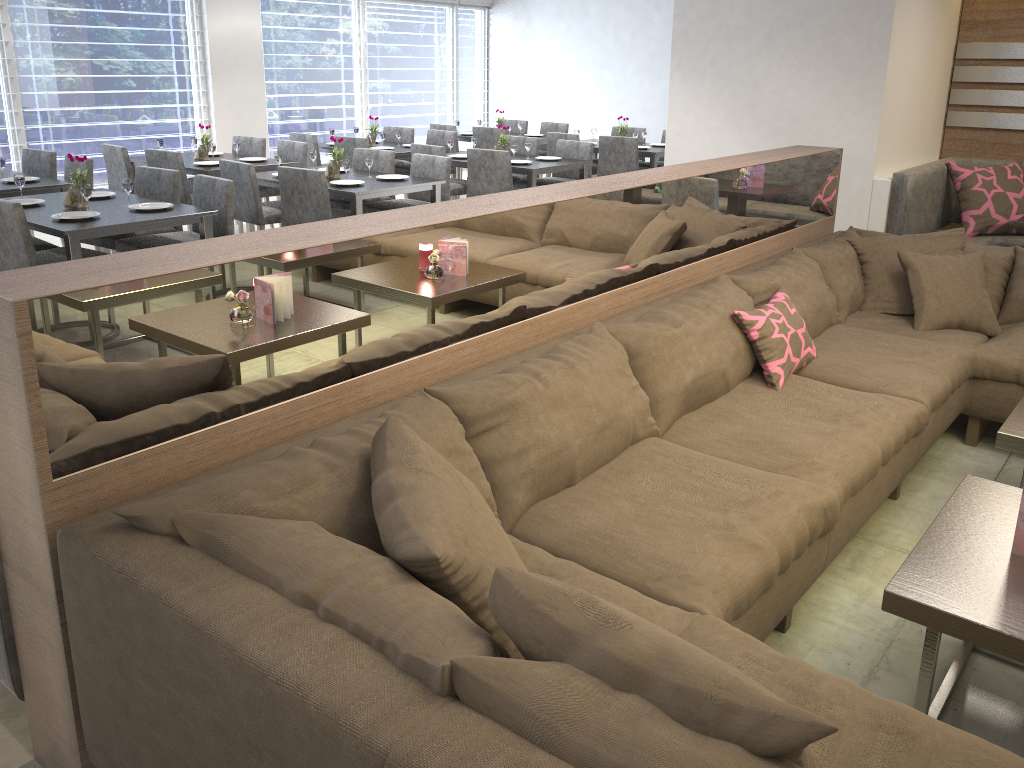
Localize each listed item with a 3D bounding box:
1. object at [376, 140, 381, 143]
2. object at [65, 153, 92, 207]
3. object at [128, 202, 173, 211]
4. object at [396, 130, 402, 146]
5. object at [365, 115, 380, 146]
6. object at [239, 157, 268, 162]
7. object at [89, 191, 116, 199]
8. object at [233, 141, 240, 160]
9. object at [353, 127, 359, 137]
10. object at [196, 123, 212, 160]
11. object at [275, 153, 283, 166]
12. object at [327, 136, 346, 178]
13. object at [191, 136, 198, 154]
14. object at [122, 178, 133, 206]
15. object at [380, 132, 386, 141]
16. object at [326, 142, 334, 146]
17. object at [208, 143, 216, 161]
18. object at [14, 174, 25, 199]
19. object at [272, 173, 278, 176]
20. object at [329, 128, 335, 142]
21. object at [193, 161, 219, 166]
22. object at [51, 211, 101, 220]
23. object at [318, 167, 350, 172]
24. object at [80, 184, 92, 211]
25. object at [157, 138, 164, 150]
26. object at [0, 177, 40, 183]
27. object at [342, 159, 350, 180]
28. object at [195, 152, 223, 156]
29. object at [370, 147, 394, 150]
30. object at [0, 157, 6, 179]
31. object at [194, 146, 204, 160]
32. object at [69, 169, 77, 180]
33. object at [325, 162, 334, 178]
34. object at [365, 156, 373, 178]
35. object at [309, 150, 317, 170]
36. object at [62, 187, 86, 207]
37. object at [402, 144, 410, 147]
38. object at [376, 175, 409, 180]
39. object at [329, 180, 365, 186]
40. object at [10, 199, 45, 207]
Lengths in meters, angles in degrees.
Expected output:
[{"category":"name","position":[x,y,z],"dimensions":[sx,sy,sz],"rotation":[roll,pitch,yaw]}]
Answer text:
[{"category":"object","position":[-1.342,-2.289,8.353],"dimensions":[0.217,0.015,0.221],"rotation":[7,21,16]},{"category":"object","position":[-2.219,-1.044,4.523],"dimensions":[0.156,0.270,0.105],"rotation":[13,21,35]},{"category":"object","position":[-1.851,-0.907,4.535],"dimensions":[0.219,0.015,0.219],"rotation":[16,25,36]},{"category":"object","position":[-1.032,-2.240,8.053],"dimensions":[0.053,0.136,0.054],"rotation":[0,17,-3]},{"category":"object","position":[-1.255,-2.291,7.988],"dimensions":[0.156,0.270,0.105],"rotation":[13,21,35]},{"category":"object","position":[-1.964,-1.704,6.719],"dimensions":[0.219,0.015,0.219],"rotation":[16,25,36]},{"category":"object","position":[-2.305,-1.042,4.888],"dimensions":[0.219,0.015,0.219],"rotation":[16,25,36]},{"category":"object","position":[-2.108,-1.789,6.772],"dimensions":[0.053,0.136,0.054],"rotation":[-2,17,-9]},{"category":"object","position":[-1.480,-2.373,8.401],"dimensions":[0.053,0.136,0.054],"rotation":[0,17,-3]},{"category":"object","position":[-2.332,-1.840,6.707],"dimensions":[0.156,0.270,0.105],"rotation":[13,21,35]},{"category":"object","position":[-1.575,-1.492,5.976],"dimensions":[0.053,0.136,0.054],"rotation":[-2,17,-9]},{"category":"object","position":[-1.153,-1.491,5.792],"dimensions":[0.156,0.270,0.105],"rotation":[13,21,35]},{"category":"object","position":[-2.556,-1.922,7.120],"dimensions":[0.053,0.136,0.054],"rotation":[-2,17,-9]},{"category":"object","position":[-1.994,-0.996,4.596],"dimensions":[0.053,0.136,0.054],"rotation":[0,17,-3]},{"category":"object","position":[-1.146,-2.166,7.844],"dimensions":[0.053,0.136,0.054],"rotation":[0,17,-3]},{"category":"object","position":[-1.585,-2.188,8.064],"dimensions":[0.217,0.015,0.221],"rotation":[7,21,16]},{"category":"object","position":[-2.222,-1.715,6.563],"dimensions":[0.053,0.136,0.054],"rotation":[-2,17,-9]},{"category":"object","position":[-2.627,-1.052,4.725],"dimensions":[0.053,0.136,0.054],"rotation":[0,17,-3]},{"category":"object","position":[-1.482,-1.387,5.867],"dimensions":[0.219,0.015,0.219],"rotation":[16,25,36]},{"category":"object","position":[-1.664,-2.296,8.182],"dimensions":[0.053,0.136,0.054],"rotation":[0,17,-3]},{"category":"object","position":[-2.207,-1.602,6.430],"dimensions":[0.219,0.015,0.219],"rotation":[16,25,36]},{"category":"object","position":[-2.093,-0.806,4.246],"dimensions":[0.219,0.015,0.219],"rotation":[16,25,36]},{"category":"object","position":[-1.240,-1.489,6.156],"dimensions":[0.217,0.015,0.222],"rotation":[-1,20,-5]},{"category":"object","position":[-2.108,-0.921,4.387],"dimensions":[0.053,0.136,0.054],"rotation":[0,17,-3]},{"category":"object","position":[-2.740,-1.845,6.901],"dimensions":[0.053,0.136,0.054],"rotation":[-2,17,-9]},{"category":"object","position":[-3.030,-1.257,5.450],"dimensions":[0.219,0.015,0.219],"rotation":[16,25,36]},{"category":"object","position":[-1.057,-1.362,5.638],"dimensions":[0.053,0.136,0.054],"rotation":[0,17,-3]},{"category":"object","position":[-2.419,-1.838,7.071],"dimensions":[0.219,0.015,0.219],"rotation":[16,25,36]},{"category":"object","position":[-1.130,-2.053,7.711],"dimensions":[0.217,0.015,0.221],"rotation":[7,21,16]},{"category":"object","position":[-3.176,-1.342,5.501],"dimensions":[0.053,0.136,0.054],"rotation":[-2,17,-9]},{"category":"object","position":[-2.386,-1.771,6.766],"dimensions":[0.070,0.098,0.207],"rotation":[3,19,8]},{"category":"object","position":[-2.443,-1.129,4.944],"dimensions":[0.053,0.136,0.054],"rotation":[0,17,-3]},{"category":"object","position":[-1.207,-1.421,5.851],"dimensions":[0.070,0.098,0.207],"rotation":[3,19,8]},{"category":"object","position":[-0.943,-1.436,5.847],"dimensions":[0.053,0.136,0.054],"rotation":[0,17,-3]},{"category":"object","position":[-1.391,-1.569,6.195],"dimensions":[0.053,0.136,0.054],"rotation":[0,17,-3]},{"category":"object","position":[-2.273,-0.975,4.583],"dimensions":[0.070,0.098,0.207],"rotation":[3,19,8]},{"category":"object","position":[-0.887,-2.155,8.000],"dimensions":[0.217,0.015,0.221],"rotation":[7,21,16]},{"category":"object","position":[-0.785,-1.354,5.804],"dimensions":[0.217,0.015,0.222],"rotation":[-1,20,-5]},{"category":"object","position":[-1.028,-1.252,5.515],"dimensions":[0.219,0.015,0.219],"rotation":[16,25,36]},{"category":"object","position":[-2.548,-0.940,4.599],"dimensions":[0.219,0.015,0.219],"rotation":[16,25,36]}]
